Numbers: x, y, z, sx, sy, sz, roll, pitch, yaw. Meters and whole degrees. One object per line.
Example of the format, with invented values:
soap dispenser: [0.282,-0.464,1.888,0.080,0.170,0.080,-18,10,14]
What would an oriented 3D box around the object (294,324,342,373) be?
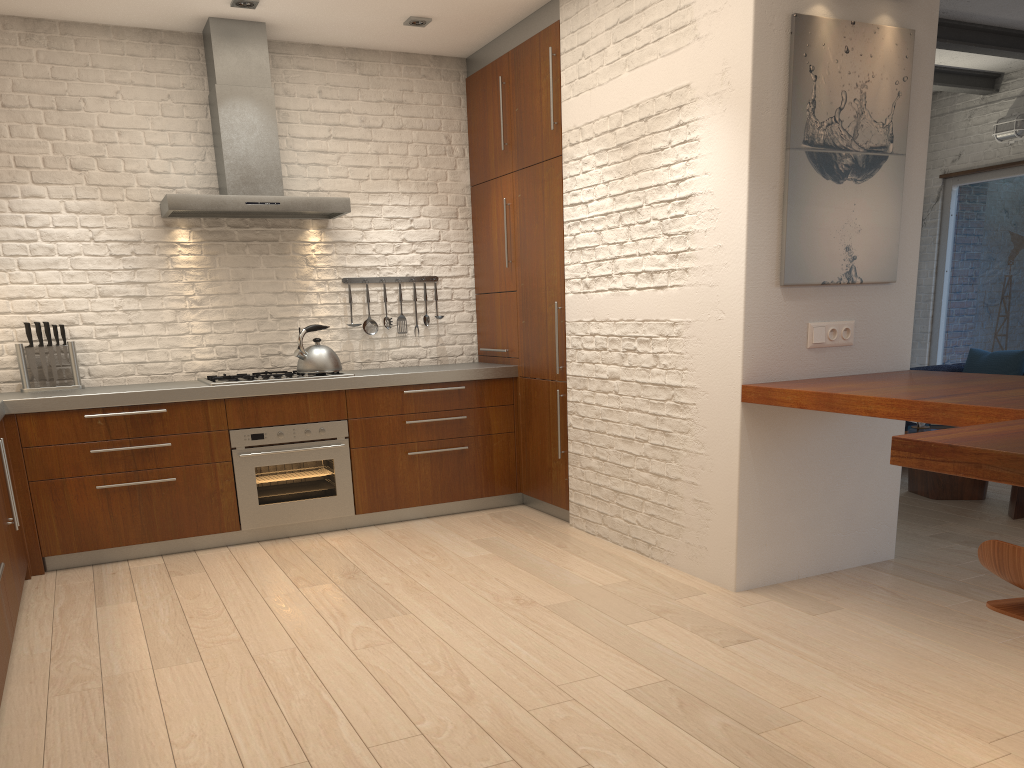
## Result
object: [-1.145,-0.212,5.140,0.262,0.285,0.253,-3,10,-4]

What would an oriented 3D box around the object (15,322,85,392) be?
object: [-2.568,-0.153,4.819,0.319,0.389,0.064,-7,15,-24]

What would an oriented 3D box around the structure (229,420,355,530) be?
structure: [-1.353,0.514,5.244,0.663,0.598,0.487,-6,12,-25]

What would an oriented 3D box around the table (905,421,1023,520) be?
table: [2.976,0.510,5.267,1.070,0.462,1.783,-5,6,-20]

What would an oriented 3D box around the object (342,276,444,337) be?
object: [-0.755,-0.493,5.632,0.663,0.404,0.136,-6,14,-25]

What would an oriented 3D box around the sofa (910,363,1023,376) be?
sofa: [4.020,0.308,5.857,2.061,0.683,3.859,-5,6,-26]

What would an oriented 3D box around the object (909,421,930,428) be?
object: [2.695,0.238,5.736,0.186,0.094,0.188,-2,7,0]

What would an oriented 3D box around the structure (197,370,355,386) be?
structure: [-1.405,-0.049,5.163,0.805,0.033,0.576,-4,5,-25]

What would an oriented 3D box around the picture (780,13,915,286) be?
picture: [1.394,-0.939,3.622,0.649,1.052,0.019,-7,15,-24]

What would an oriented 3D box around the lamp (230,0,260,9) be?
lamp: [-1.356,-1.950,4.415,0.122,0.057,0.121,-5,7,-25]

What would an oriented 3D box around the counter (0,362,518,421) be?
counter: [-1.037,0.098,3.888,3.492,0.072,3.256,-4,5,-26]

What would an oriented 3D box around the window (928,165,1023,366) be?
window: [6.902,-2.456,2.555,0.640,6.622,12.047,-9,10,-26]

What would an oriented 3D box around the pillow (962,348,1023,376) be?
pillow: [4.155,-0.075,7.085,0.241,0.412,1.081,-8,8,-27]

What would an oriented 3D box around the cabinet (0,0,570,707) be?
cabinet: [-1.463,-0.436,3.955,2.257,2.926,4.648,4,10,29]

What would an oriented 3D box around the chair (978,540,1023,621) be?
chair: [1.212,0.702,1.853,0.418,0.803,0.393,-8,14,-25]

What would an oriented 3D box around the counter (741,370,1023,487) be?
counter: [1.670,0.529,2.757,1.671,0.951,2.439,-6,7,-26]

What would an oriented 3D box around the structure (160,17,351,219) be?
structure: [-1.482,-1.461,4.860,0.977,1.028,0.444,-7,14,-25]

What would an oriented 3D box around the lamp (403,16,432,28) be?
lamp: [-0.521,-2.015,4.801,0.122,0.057,0.121,-5,7,-25]
